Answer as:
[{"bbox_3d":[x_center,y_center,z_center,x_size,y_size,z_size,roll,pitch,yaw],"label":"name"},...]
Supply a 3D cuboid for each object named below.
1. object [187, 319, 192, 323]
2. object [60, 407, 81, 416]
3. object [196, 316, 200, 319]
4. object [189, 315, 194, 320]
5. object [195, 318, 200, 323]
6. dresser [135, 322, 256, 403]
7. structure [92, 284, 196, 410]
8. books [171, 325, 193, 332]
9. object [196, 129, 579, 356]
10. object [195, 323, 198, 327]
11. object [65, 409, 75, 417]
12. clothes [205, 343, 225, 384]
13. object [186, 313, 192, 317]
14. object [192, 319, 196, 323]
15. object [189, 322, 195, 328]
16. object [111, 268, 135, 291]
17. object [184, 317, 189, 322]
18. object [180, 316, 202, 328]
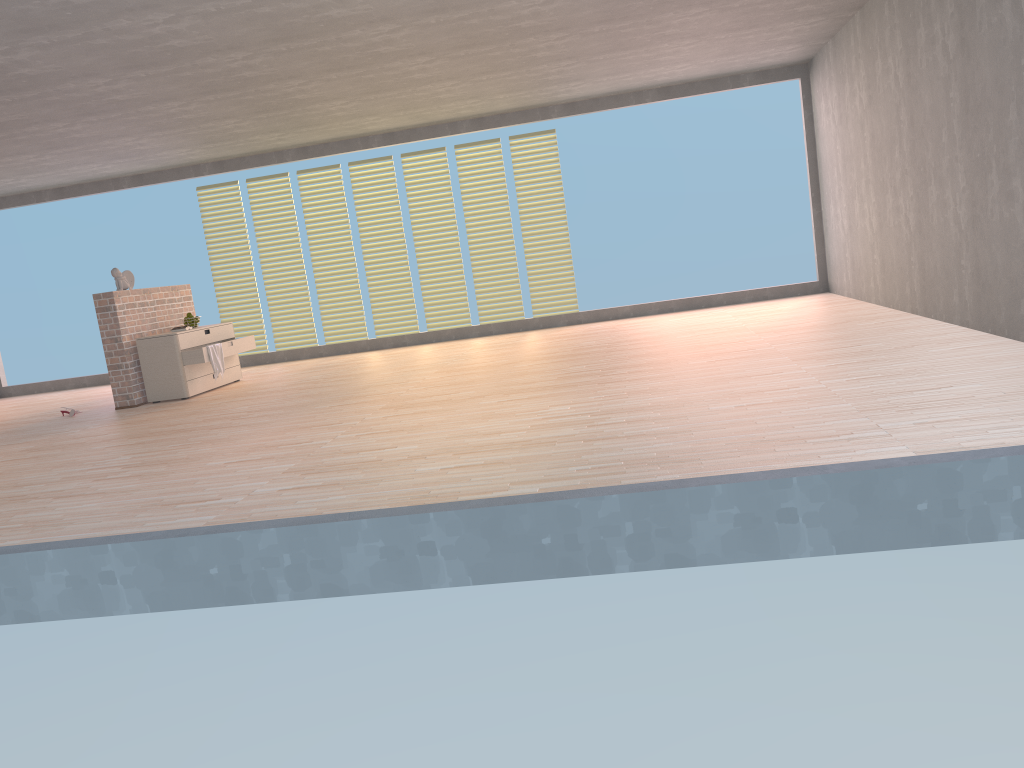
[{"bbox_3d":[-3.168,-0.617,8.718,0.046,0.044,0.046,-7,8,5],"label":"object"},{"bbox_3d":[-4.083,0.240,8.221,0.188,0.085,0.069,-15,11,-42],"label":"object"},{"bbox_3d":[-3.130,-0.651,8.816,0.047,0.047,0.046,-15,11,-43],"label":"object"},{"bbox_3d":[-3.147,-0.654,8.718,0.046,0.045,0.046,-7,8,8],"label":"object"},{"bbox_3d":[-3.122,-0.629,8.777,0.057,0.057,0.057,-1,11,41],"label":"object"},{"bbox_3d":[-2.968,-0.280,8.871,0.605,0.612,1.686,-7,8,9],"label":"dresser"},{"bbox_3d":[-3.486,-0.406,8.671,0.211,1.057,1.422,-7,8,9],"label":"structure"},{"bbox_3d":[-3.148,-0.528,8.454,0.146,0.040,0.209,-8,8,-1],"label":"books"},{"bbox_3d":[-1.509,-1.590,10.485,4.372,2.114,0.044,-7,8,9],"label":"object"},{"bbox_3d":[-3.146,-0.588,8.806,0.048,0.048,0.046,-8,8,-3],"label":"object"},{"bbox_3d":[-3.993,0.259,8.063,0.192,0.066,0.078,0,11,44],"label":"object"},{"bbox_3d":[-2.757,-0.189,8.265,0.097,0.369,0.325,-7,8,10],"label":"clothes"},{"bbox_3d":[-3.187,-0.679,8.762,0.054,0.056,0.054,-7,8,9],"label":"object"},{"bbox_3d":[-3.128,-0.621,8.736,0.039,0.040,0.038,-6,8,17],"label":"object"},{"bbox_3d":[-3.159,-0.584,8.752,0.060,0.055,0.059,-14,10,-36],"label":"object"},{"bbox_3d":[-3.619,-0.972,8.222,0.131,0.218,0.216,-7,8,8],"label":"object"},{"bbox_3d":[-3.206,-0.637,8.740,0.054,0.053,0.049,-2,10,39],"label":"object"},{"bbox_3d":[-3.169,-0.603,8.778,0.202,0.104,0.202,-8,8,2],"label":"object"}]
